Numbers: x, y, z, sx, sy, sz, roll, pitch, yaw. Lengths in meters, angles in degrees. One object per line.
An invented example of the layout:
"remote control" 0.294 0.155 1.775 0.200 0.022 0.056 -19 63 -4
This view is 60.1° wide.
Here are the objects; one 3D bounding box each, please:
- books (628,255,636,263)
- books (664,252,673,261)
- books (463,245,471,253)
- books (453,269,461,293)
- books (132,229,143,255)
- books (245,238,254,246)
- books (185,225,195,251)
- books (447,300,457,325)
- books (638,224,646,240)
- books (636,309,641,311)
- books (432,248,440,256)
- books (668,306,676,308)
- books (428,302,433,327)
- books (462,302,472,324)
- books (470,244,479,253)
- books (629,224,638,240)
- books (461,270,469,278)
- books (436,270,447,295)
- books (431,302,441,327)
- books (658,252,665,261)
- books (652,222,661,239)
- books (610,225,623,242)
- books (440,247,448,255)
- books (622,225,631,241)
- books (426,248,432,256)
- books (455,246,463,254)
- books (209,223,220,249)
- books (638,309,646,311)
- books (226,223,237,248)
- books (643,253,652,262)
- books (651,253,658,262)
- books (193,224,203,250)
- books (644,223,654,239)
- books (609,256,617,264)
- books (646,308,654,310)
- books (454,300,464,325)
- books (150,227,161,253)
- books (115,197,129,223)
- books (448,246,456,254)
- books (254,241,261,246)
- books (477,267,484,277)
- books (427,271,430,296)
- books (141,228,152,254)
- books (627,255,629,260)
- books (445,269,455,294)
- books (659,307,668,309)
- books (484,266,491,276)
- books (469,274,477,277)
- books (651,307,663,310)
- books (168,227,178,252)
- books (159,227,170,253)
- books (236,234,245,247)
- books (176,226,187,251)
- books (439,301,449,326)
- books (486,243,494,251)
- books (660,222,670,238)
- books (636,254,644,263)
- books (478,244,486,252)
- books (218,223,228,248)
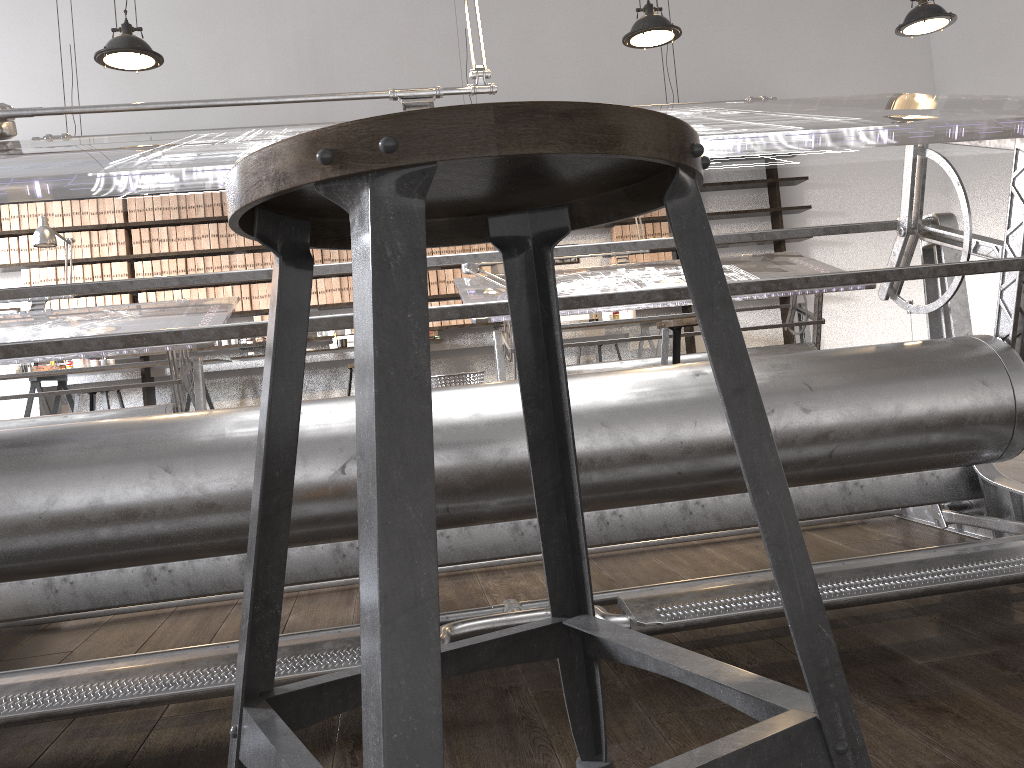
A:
"books" 1.086 -1.060 8.108 0.067 0.226 0.174 -5 -1 -8
"books" 1.424 -1.093 8.155 0.067 0.226 0.174 -5 -1 -8
"books" -0.412 -1.189 7.904 0.067 0.226 0.174 -5 -1 -8
"books" -0.486 -0.905 7.880 0.067 0.226 0.174 -5 -1 -8
"books" -3.163 -1.191 7.519 0.067 0.226 0.174 -5 -1 -8
"books" -2.261 -1.280 7.643 0.067 0.226 0.174 -5 -1 -8
"books" -2.739 -1.232 7.574 0.067 0.226 0.174 -5 -1 -8
"books" -0.540 -0.621 7.858 0.067 0.226 0.174 -5 -1 -8
"books" 1.169 -1.345 8.133 0.067 0.226 0.174 -5 -1 -8
"books" 1.123 -0.785 8.099 0.067 0.226 0.174 -5 -1 -8
"books" -0.677 -1.163 7.861 0.067 0.226 0.174 -5 -1 -8
"books" 1.453 -0.817 8.142 0.067 0.226 0.174 -5 -1 -8
"books" -0.745 -0.601 7.827 0.067 0.226 0.174 -5 -1 -8
"books" -0.402 -0.634 7.874 0.067 0.226 0.174 -5 -1 -8
"books" -0.342 -1.196 7.914 0.067 0.226 0.174 -5 -1 -8
"books" 1.100 -1.338 8.118 0.067 0.226 0.174 -5 -1 -8
"books" -0.416 -0.912 7.890 0.067 0.226 0.174 -5 -1 -8
"books" -0.626 -0.891 7.861 0.067 0.226 0.174 -5 -1 -8
"books" -0.673 -0.608 7.834 0.067 0.226 0.174 -5 -1 -8
"books" 1.355 -1.086 8.144 0.067 0.226 0.174 -5 -1 -8
"books" 1.316 -1.359 8.154 0.067 0.226 0.174 -5 -1 -8
"books" 0.959 -1.324 8.102 0.067 0.226 0.174 -5 -1 -8
"books" -0.606 -1.170 7.873 0.067 0.226 0.174 -5 -1 -8
"books" 1.029 -1.331 8.112 0.067 0.226 0.174 -5 -1 -8
"books" -0.747 -1.156 7.854 0.067 0.226 0.174 -5 -1 -8
"books" -0.478 -1.182 7.888 0.067 0.226 0.174 -5 -1 -8
"books" -2.540 -1.252 7.604 0.067 0.226 0.174 -5 -1 -8
"books" 1.185 -0.791 8.106 0.067 0.226 0.174 -5 -1 -8
"books" -2.403 -1.266 7.630 0.067 0.226 0.174 -5 -1 -8
"books" 1.228 -1.074 8.122 0.067 0.226 0.174 -5 -1 -8
"books" 1.293 -1.080 8.131 0.067 0.226 0.174 -5 -1 -8
"books" -2.674 -1.239 7.588 0.067 0.226 0.174 -5 -1 -8
"books" 1.244 -1.352 8.138 0.067 0.226 0.174 -5 -1 -8
"books" 0.949 -1.046 8.083 0.067 0.226 0.174 -5 -1 -8
"books" 1.251 -0.797 8.113 0.067 0.226 0.174 -5 -1 -8
"books" -0.476 -0.627 7.869 0.067 0.226 0.174 -5 -1 -8
"books" -3.016 -1.205 7.541 0.067 0.226 0.174 -5 -1 -8
"books" -3.303 -1.454 7.506 0.067 0.226 0.174 -5 -1 -8
"books" -0.544 -1.176 7.883 0.067 0.226 0.174 -5 -1 -8
"books" -2.190 -1.286 7.653 0.067 0.226 0.174 -5 -1 -8
"books" -0.284 -0.925 7.908 0.067 0.226 0.174 -5 -1 -8
"books" -0.773 -0.877 7.839 0.067 0.226 0.174 -5 -1 -8
"books" -3.089 -1.198 7.524 0.067 0.226 0.174 -5 -1 -8
"books" 1.018 -1.053 8.097 0.067 0.226 0.174 -5 -1 -8
"books" -0.555 -0.898 7.866 0.067 0.226 0.174 -5 -1 -8
"books" 1.388 -0.811 8.139 0.067 0.226 0.174 -5 -1 -8
"books" -0.221 -0.931 7.916 0.067 0.226 0.174 -5 -1 -8
"books" -0.349 -0.918 7.894 0.067 0.226 0.174 -5 -1 -8
"books" 1.320 -0.804 8.127 0.067 0.226 0.174 -5 -1 -8
"books" -2.876 -1.219 7.560 0.067 0.226 0.174 -5 -1 -8
"books" -2.945 -1.212 7.546 0.067 0.226 0.174 -5 -1 -8
"books" -2.333 -1.272 7.636 0.067 0.226 0.174 -5 -1 -8
"books" -2.806 -1.226 7.570 0.067 0.226 0.174 -5 -1 -8
"books" -0.602 -0.615 7.844 0.067 0.226 0.174 -5 -1 -8
"books" -0.202 -1.210 7.934 0.067 0.226 0.174 -5 -1 -8
"books" 1.391 -1.367 8.162 0.067 0.226 0.174 -5 -1 -8
"books" 1.156 -1.067 8.115 0.067 0.226 0.174 -5 -1 -8
"books" -0.272 -1.203 7.920 0.067 0.226 0.174 -5 -1 -8
"books" -2.471 -1.259 7.618 0.067 0.226 0.174 -5 -1 -8
